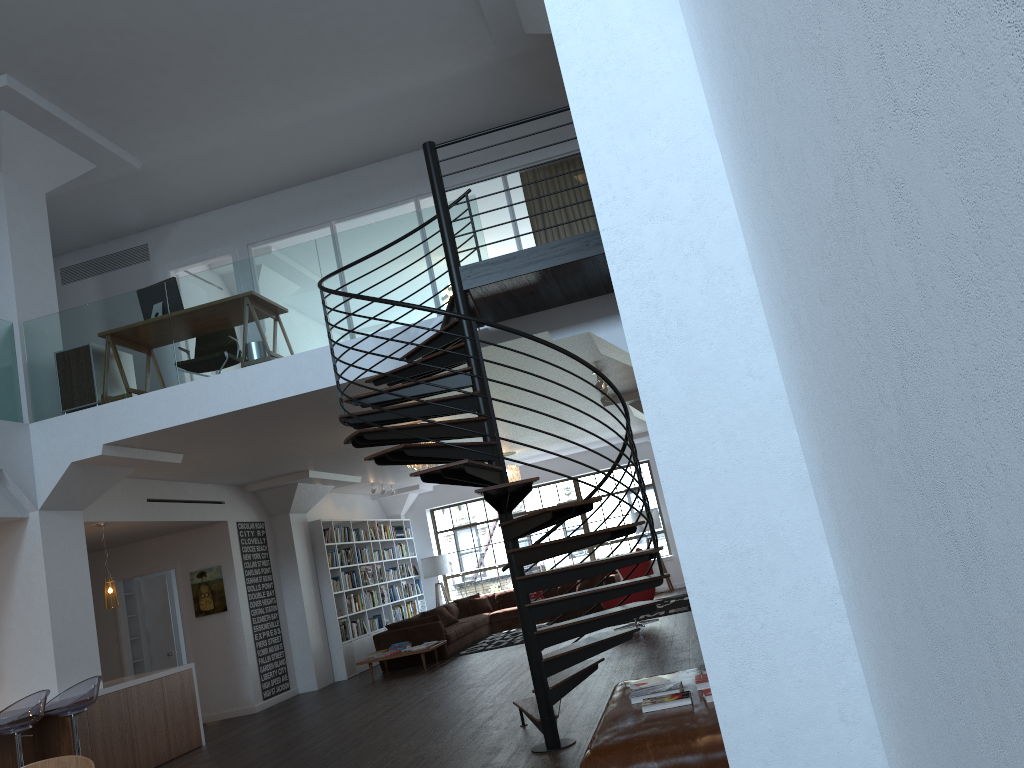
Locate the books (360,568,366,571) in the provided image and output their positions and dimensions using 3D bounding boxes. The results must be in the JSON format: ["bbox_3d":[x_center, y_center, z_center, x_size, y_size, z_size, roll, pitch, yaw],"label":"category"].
[{"bbox_3d":[-2.592,3.148,14.969,0.174,0.045,0.240,-14,-11,8],"label":"books"}]

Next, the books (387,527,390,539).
[{"bbox_3d":[-2.404,2.806,16.629,0.183,0.253,0.034,-14,-11,9],"label":"books"}]

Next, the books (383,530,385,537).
[{"bbox_3d":[-2.446,2.792,16.431,0.161,0.223,0.026,-14,-11,9],"label":"books"}]

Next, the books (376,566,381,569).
[{"bbox_3d":[-2.455,3.269,15.684,0.223,0.031,0.161,-14,-11,9],"label":"books"}]

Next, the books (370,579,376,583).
[{"bbox_3d":[-2.484,3.416,15.303,0.160,0.039,0.251,-15,-11,14],"label":"books"}]

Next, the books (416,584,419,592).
[{"bbox_3d":[-1.940,4.071,17.544,0.161,0.218,0.101,-14,-11,9],"label":"books"}]

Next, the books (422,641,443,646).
[{"bbox_3d":[-1.175,3.757,12.862,0.256,0.035,0.350,-19,-13,34],"label":"books"}]

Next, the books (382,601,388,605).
[{"bbox_3d":[-2.327,3.883,15.666,0.246,0.038,0.171,-14,-11,9],"label":"books"}]

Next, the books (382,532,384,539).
[{"bbox_3d":[-2.460,2.780,16.353,0.161,0.223,0.027,-14,-11,9],"label":"books"}]

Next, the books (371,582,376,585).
[{"bbox_3d":[-2.473,3.453,15.298,0.171,0.039,0.246,-14,-11,9],"label":"books"}]

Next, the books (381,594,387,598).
[{"bbox_3d":[-2.342,3.770,15.700,0.231,0.044,0.168,-13,-11,4],"label":"books"}]

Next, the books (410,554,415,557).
[{"bbox_3d":[-2.107,3.445,17.683,0.284,0.035,0.197,-21,-14,38],"label":"books"}]

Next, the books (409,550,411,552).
[{"bbox_3d":[-2.127,3.354,17.700,0.204,0.025,0.144,-21,-14,38],"label":"books"}]

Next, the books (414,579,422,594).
[{"bbox_3d":[-1.910,4.064,17.736,0.176,0.290,0.053,-14,-11,9],"label":"books"}]

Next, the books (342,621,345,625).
[{"bbox_3d":[-2.676,3.690,13.636,0.174,0.045,0.240,-12,-11,-1],"label":"books"}]

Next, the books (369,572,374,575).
[{"bbox_3d":[-2.511,3.296,15.333,0.183,0.042,0.253,-14,-11,9],"label":"books"}]

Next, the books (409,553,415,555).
[{"bbox_3d":[-2.114,3.413,17.689,0.284,0.033,0.197,-17,-12,24],"label":"books"}]

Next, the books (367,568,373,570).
[{"bbox_3d":[-2.526,3.212,15.370,0.144,0.024,0.208,-15,-11,14],"label":"books"}]

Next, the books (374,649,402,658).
[{"bbox_3d":[-1.773,3.841,12.624,0.236,0.035,0.340,-19,-13,33],"label":"books"}]

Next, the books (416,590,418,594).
[{"bbox_3d":[-1.968,4.037,17.406,0.174,0.242,0.105,-14,-11,9],"label":"books"}]

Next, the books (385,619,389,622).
[{"bbox_3d":[-2.308,4.179,15.590,0.254,0.032,0.174,-15,-11,14],"label":"books"}]

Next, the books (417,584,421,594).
[{"bbox_3d":[-1.922,4.088,17.630,0.161,0.213,0.146,-14,-11,9],"label":"books"}]

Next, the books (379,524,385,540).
[{"bbox_3d":[-2.462,2.754,16.399,0.176,0.290,0.053,-14,-11,9],"label":"books"}]

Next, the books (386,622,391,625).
[{"bbox_3d":[-2.291,4.242,15.574,0.284,0.035,0.197,-14,-11,9],"label":"books"}]

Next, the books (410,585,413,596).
[{"bbox_3d":[-2.012,4.020,17.176,0.161,0.221,0.035,-14,-11,8],"label":"books"}]

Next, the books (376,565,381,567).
[{"bbox_3d":[-2.459,3.242,15.697,0.224,0.030,0.161,-16,-11,19],"label":"books"}]

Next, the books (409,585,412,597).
[{"bbox_3d":[-2.029,4.002,17.108,0.161,0.223,0.032,-14,-11,9],"label":"books"}]

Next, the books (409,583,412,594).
[{"bbox_3d":[-2.030,3.995,17.146,0.160,0.251,0.039,-14,-11,9],"label":"books"}]

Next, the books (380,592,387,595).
[{"bbox_3d":[-2.356,3.730,15.701,0.253,0.040,0.183,-14,-11,9],"label":"books"}]

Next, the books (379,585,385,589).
[{"bbox_3d":[-2.365,3.610,15.714,0.185,0.041,0.129,-17,-12,23],"label":"books"}]

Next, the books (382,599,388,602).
[{"bbox_3d":[-2.337,3.848,15.676,0.251,0.037,0.160,-15,-11,14],"label":"books"}]

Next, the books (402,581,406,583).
[{"bbox_3d":[-2.146,3.778,16.811,0.224,0.030,0.161,-16,-11,19],"label":"books"}]

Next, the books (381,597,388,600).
[{"bbox_3d":[-2.344,3.816,15.708,0.259,0.040,0.180,-14,-11,9],"label":"books"}]

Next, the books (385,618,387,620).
[{"bbox_3d":[-2.310,4.150,15.593,0.204,0.025,0.144,-14,-11,9],"label":"books"}]

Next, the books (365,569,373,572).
[{"bbox_3d":[-2.539,3.243,15.377,0.223,0.027,0.161,-12,-11,-1],"label":"books"}]

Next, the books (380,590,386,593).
[{"bbox_3d":[-2.356,3.696,15.712,0.223,0.032,0.161,-14,-11,9],"label":"books"}]

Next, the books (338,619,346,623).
[{"bbox_3d":[-2.680,3.649,13.620,0.223,0.027,0.161,-16,-11,18],"label":"books"}]

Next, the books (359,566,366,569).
[{"bbox_3d":[-2.596,3.108,14.953,0.223,0.027,0.161,-16,-11,18],"label":"books"}]

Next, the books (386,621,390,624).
[{"bbox_3d":[-2.298,4.209,15.580,0.284,0.033,0.197,-11,-11,-6],"label":"books"}]

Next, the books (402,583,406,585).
[{"bbox_3d":[-2.142,3.805,16.797,0.223,0.031,0.161,-14,-11,9],"label":"books"}]

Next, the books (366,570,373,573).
[{"bbox_3d":[-2.524,3.264,15.347,0.161,0.033,0.223,-14,-11,9],"label":"books"}]

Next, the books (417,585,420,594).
[{"bbox_3d":[-1.927,4.078,17.580,0.161,0.213,0.118,-14,-11,9],"label":"books"}]

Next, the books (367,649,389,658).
[{"bbox_3d":[-1.945,3.944,12.996,0.241,0.045,0.334,-14,-11,10],"label":"books"}]

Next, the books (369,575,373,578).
[{"bbox_3d":[-2.509,3.339,15.330,0.168,0.045,0.231,-13,-11,4],"label":"books"}]

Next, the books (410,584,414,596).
[{"bbox_3d":[-2.004,4.025,17.263,0.168,0.228,0.139,-14,-11,9],"label":"books"}]

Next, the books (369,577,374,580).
[{"bbox_3d":[-2.516,3.382,15.310,0.180,0.042,0.259,-14,-11,9],"label":"books"}]

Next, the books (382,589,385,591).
[{"bbox_3d":[-2.341,3.662,15.701,0.161,0.026,0.223,-12,-11,-1],"label":"books"}]

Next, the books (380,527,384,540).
[{"bbox_3d":[-2.471,2.762,16.314,0.171,0.246,0.057,-14,-11,9],"label":"books"}]

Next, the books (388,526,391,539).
[{"bbox_3d":[-2.385,2.823,16.733,0.160,0.250,0.026,-14,-11,9],"label":"books"}]

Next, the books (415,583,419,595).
[{"bbox_3d":[-1.948,4.052,17.485,0.172,0.235,0.112,-14,-11,9],"label":"books"}]

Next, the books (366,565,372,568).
[{"bbox_3d":[-2.527,3.177,15.372,0.129,0.043,0.185,-17,-12,23],"label":"books"}]

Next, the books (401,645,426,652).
[{"bbox_3d":[-1.390,3.743,12.553,0.231,0.040,0.342,-3,-14,-40],"label":"books"}]

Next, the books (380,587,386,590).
[{"bbox_3d":[-2.353,3.641,15.714,0.208,0.024,0.144,-15,-11,14],"label":"books"}]

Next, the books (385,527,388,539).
[{"bbox_3d":[-2.422,2.808,16.562,0.168,0.231,0.037,-14,-11,9],"label":"books"}]

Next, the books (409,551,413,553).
[{"bbox_3d":[-2.119,3.380,17.690,0.174,0.032,0.254,-1,-15,-45],"label":"books"}]
